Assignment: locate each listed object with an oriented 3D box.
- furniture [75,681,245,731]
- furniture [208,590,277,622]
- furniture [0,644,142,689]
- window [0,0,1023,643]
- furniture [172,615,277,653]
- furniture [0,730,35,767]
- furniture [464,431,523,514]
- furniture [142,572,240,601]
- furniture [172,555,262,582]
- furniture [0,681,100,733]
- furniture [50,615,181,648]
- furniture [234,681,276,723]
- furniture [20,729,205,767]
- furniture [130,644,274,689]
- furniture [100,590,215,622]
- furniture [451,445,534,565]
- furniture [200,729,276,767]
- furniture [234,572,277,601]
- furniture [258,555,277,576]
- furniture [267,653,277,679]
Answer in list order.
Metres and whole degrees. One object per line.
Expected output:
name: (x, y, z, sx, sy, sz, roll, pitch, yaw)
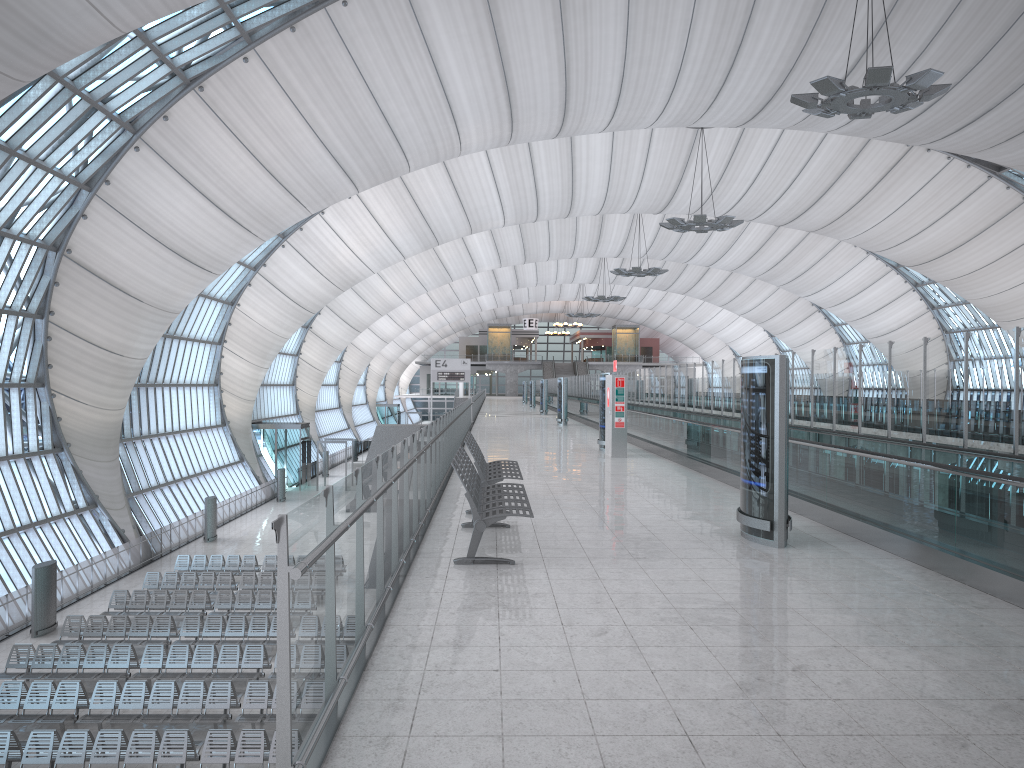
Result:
furniture: (-6.605, 6.105, 16.852, 2.705, 0.913, 1.572, 0, 0, -1)
furniture: (-6.779, 6.114, 24.323, 2.705, 0.913, 1.572, 0, 0, -1)
furniture: (-9.506, 6.088, 19.187, 2.705, 0.913, 1.572, 0, 0, -1)
window: (8.283, -3.125, 79.796, 50.537, 20.004, 167.818, 0, 0, -1)
furniture: (-6.717, 6.111, 21.653, 2.705, 0.913, 1.572, 0, 0, -1)
furniture: (-9.394, 6.083, 14.386, 2.705, 0.913, 1.572, 0, 0, -1)
furniture: (-0.250, 1.135, 11.807, 0.713, 0.902, 2.520, 0, 0, -1)
furniture: (-9.678, 6.096, 26.606, 2.705, 0.913, 1.572, 0, 0, -1)
furniture: (-9.739, 6.099, 29.246, 2.705, 0.913, 1.572, 0, 0, -1)
furniture: (-9.450, 6.085, 16.786, 2.705, 0.913, 1.572, 0, 0, -1)
furniture: (-9.561, 6.091, 21.587, 2.705, 0.913, 1.572, 0, 0, -1)
furniture: (-3.761, 6.126, 16.918, 2.705, 0.913, 1.572, 0, 0, -1)
furniture: (-6.550, 6.103, 14.452, 2.705, 0.913, 1.572, 0, 0, -1)
furniture: (-6.661, 6.108, 19.253, 2.705, 0.913, 1.572, 0, 0, -1)
furniture: (-9.623, 6.093, 24.257, 2.705, 0.913, 1.572, 0, 0, -1)
furniture: (-0.198, 1.131, 8.785, 0.713, 0.902, 2.520, 0, 0, -1)
furniture: (-3.705, 6.123, 14.518, 2.705, 0.913, 1.572, 0, 0, -1)
furniture: (-6.833, 6.116, 26.672, 2.705, 0.913, 1.572, 0, 0, -1)
furniture: (-6.895, 6.119, 29.312, 2.705, 0.913, 1.572, 0, 0, -1)
furniture: (-3.816, 6.128, 19.319, 2.705, 0.913, 1.572, 0, 0, -1)
